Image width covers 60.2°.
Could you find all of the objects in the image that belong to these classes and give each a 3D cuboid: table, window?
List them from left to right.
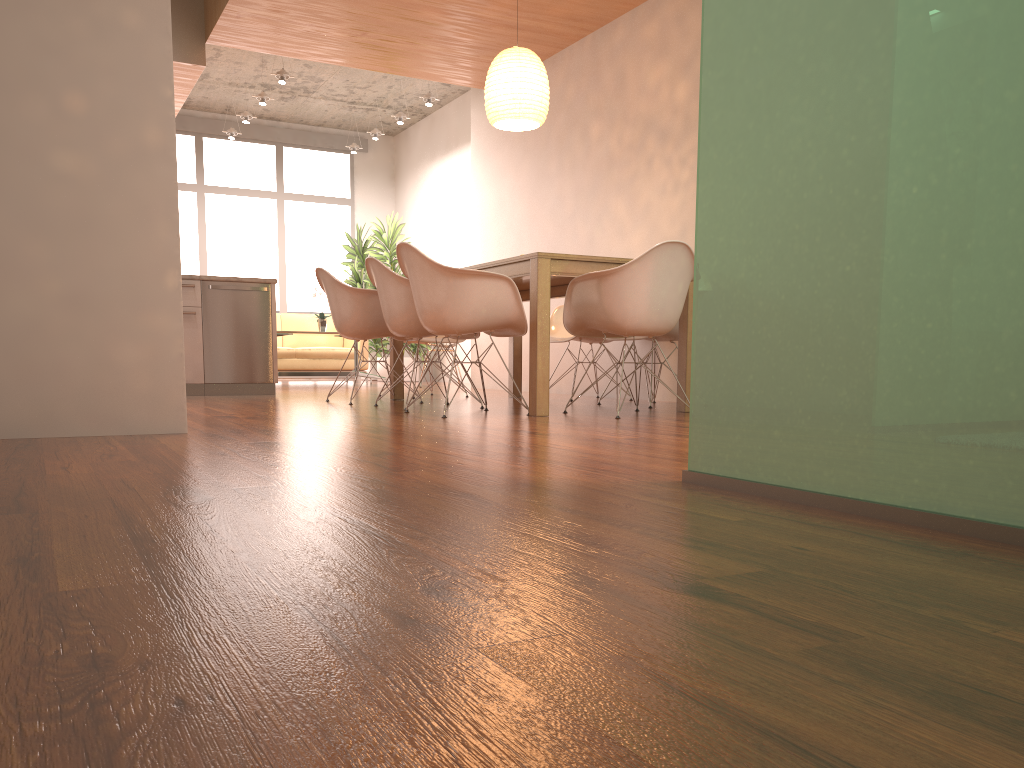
[{"bbox_3d":[-5.780,-1.706,10.433,8.522,3.316,0.062,-1,7,-28],"label":"window"},{"bbox_3d":[-2.115,-0.267,9.507,1.862,0.565,0.936,-1,3,-28],"label":"table"},{"bbox_3d":[0.082,-0.274,5.538,1.021,0.817,2.065,-2,3,-28],"label":"table"}]

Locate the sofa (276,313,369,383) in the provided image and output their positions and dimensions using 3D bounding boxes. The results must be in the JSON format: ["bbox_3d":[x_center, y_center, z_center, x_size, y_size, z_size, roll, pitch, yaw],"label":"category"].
[{"bbox_3d":[-2.714,-0.439,10.616,1.793,0.846,0.875,-1,4,-28],"label":"sofa"}]

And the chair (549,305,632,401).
[{"bbox_3d":[0.586,-0.319,6.430,0.639,0.870,0.681,-2,6,-28],"label":"chair"}]

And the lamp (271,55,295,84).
[{"bbox_3d":[-2.209,-3.140,8.483,0.134,0.488,0.197,4,7,29],"label":"lamp"}]

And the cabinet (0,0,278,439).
[{"bbox_3d":[-2.023,-1.014,5.171,1.905,2.298,4.228,-2,4,-28],"label":"cabinet"}]

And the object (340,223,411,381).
[{"bbox_3d":[-1.758,-1.102,11.873,1.078,2.128,0.958,-1,6,-10],"label":"object"}]

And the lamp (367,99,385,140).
[{"bbox_3d":[-1.643,-3.195,10.634,0.134,0.488,0.197,4,7,29],"label":"lamp"}]

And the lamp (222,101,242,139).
[{"bbox_3d":[-3.380,-3.205,10.638,0.134,0.488,0.197,4,7,29],"label":"lamp"}]

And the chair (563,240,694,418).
[{"bbox_3d":[0.636,-0.270,4.586,0.680,0.870,0.640,-3,6,-33],"label":"chair"}]

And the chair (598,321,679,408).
[{"bbox_3d":[0.945,-0.296,5.631,0.638,0.870,0.682,-4,6,-38],"label":"chair"}]

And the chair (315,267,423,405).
[{"bbox_3d":[-0.961,-0.311,5.808,0.639,0.870,0.682,-3,6,-33],"label":"chair"}]

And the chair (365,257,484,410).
[{"bbox_3d":[-0.544,-0.293,5.230,0.639,0.870,0.682,-3,6,-33],"label":"chair"}]

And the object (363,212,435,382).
[{"bbox_3d":[-1.423,-1.084,11.288,0.964,2.128,1.072,-1,6,-15],"label":"object"}]

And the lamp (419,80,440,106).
[{"bbox_3d":[-0.863,-3.152,9.197,0.134,0.488,0.197,4,7,29],"label":"lamp"}]

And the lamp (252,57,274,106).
[{"bbox_3d":[-2.599,-3.162,9.202,0.134,0.488,0.197,4,7,29],"label":"lamp"}]

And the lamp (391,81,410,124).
[{"bbox_3d":[-1.253,-3.173,9.916,0.134,0.488,0.197,4,7,29],"label":"lamp"}]

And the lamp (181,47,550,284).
[{"bbox_3d":[-1.732,-1.432,5.949,3.202,1.361,3.056,-1,3,-28],"label":"lamp"}]

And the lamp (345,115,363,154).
[{"bbox_3d":[-2.033,-3.216,11.352,0.134,0.488,0.197,4,7,29],"label":"lamp"}]

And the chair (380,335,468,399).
[{"bbox_3d":[-0.705,-0.336,6.786,0.679,0.870,0.642,-4,7,-43],"label":"chair"}]

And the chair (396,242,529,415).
[{"bbox_3d":[-0.280,-0.281,4.589,0.639,0.857,0.682,-3,6,-33],"label":"chair"}]

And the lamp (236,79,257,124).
[{"bbox_3d":[-2.990,-3.183,9.920,0.134,0.488,0.197,4,7,29],"label":"lamp"}]

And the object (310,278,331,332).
[{"bbox_3d":[-2.024,-0.846,9.451,0.296,0.596,0.369,-4,7,-34],"label":"object"}]

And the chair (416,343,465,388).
[{"bbox_3d":[-0.726,-0.423,9.249,0.560,0.911,0.538,0,6,-8],"label":"chair"}]

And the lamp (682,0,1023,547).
[{"bbox_3d":[0.124,-1.555,4.692,0.445,3.430,8.166,-1,3,-10],"label":"lamp"}]
